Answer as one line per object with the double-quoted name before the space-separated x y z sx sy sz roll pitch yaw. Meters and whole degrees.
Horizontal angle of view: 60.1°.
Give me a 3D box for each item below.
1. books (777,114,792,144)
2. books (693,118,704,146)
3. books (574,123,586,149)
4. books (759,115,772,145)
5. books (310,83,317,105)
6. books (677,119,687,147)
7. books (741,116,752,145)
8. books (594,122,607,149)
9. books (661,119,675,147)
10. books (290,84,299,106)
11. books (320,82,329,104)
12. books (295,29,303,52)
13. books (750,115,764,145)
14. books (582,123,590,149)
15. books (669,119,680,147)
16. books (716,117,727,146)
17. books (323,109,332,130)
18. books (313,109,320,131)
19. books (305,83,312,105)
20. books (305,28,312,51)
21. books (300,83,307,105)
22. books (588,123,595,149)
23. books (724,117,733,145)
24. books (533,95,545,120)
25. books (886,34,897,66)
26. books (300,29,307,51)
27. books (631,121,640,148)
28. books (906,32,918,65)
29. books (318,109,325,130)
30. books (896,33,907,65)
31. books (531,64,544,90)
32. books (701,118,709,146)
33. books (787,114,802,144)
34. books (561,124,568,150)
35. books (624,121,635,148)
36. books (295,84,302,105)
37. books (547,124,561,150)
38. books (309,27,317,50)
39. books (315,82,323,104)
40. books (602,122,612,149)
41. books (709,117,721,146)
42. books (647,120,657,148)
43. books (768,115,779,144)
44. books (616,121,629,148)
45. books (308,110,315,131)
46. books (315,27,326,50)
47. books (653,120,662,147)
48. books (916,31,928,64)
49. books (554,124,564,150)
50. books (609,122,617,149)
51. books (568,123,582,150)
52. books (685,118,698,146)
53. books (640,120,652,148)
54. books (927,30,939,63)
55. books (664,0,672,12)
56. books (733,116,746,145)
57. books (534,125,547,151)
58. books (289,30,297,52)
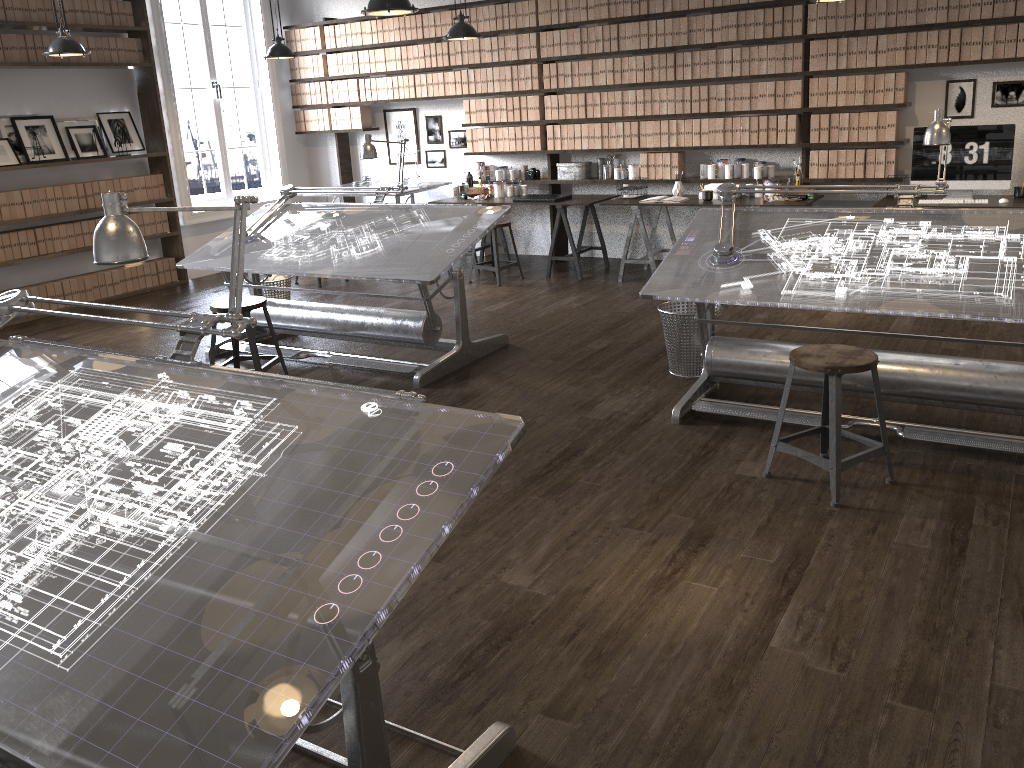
"books" 2.202 -2.059 7.155 0.067 0.223 0.176 6 18 30
"books" 1.596 -2.136 7.513 0.067 0.223 0.176 6 18 30
"books" 0.639 -2.259 8.079 0.067 0.223 0.176 6 18 30
"books" 2.074 -2.075 7.231 0.067 0.223 0.176 6 18 30
"books" -2.081 -3.128 9.534 0.067 0.223 0.176 6 18 30
"books" 1.479 -2.153 7.589 0.067 0.223 0.176 6 18 30
"books" 1.949 -2.091 7.305 0.067 0.223 0.176 6 18 30
"books" 0.812 -2.236 7.976 0.067 0.223 0.176 6 18 30
"books" 1.353 -2.167 7.655 0.067 0.223 0.176 6 18 30
"books" -2.325 -3.156 9.671 0.067 0.223 0.176 6 18 30
"books" -1.953 -3.111 9.459 0.067 0.222 0.176 6 18 30
"books" -2.222 -3.665 9.454 0.067 0.223 0.176 6 18 30
"books" 2.012 -2.085 7.273 0.067 0.223 0.176 6 18 30
"books" 0.703 -2.252 8.044 0.067 0.222 0.176 6 18 30
"books" 1.417 -2.160 7.622 0.067 0.223 0.176 6 18 30
"books" 1.769 -2.114 7.410 0.067 0.223 0.176 6 18 30
"books" -1.940 -2.847 9.528 0.067 0.223 0.176 6 18 30
"books" -2.066 -2.861 9.598 0.067 0.223 0.176 6 18 30
"books" -2.144 -3.134 9.566 0.067 0.223 0.176 6 18 30
"books" -2.102 -3.650 9.385 0.067 0.223 0.176 6 18 30
"books" -2.203 -3.143 9.606 0.067 0.223 0.176 6 18 30
"books" 0.757 -2.245 8.013 0.067 0.222 0.176 6 18 30
"books" 1.829 -2.108 7.381 0.067 0.223 0.176 6 18 30
"books" 0.270 -2.561 8.217 0.067 0.223 0.176 6 18 30
"books" 2.849 -2.493 6.618 0.067 0.222 0.176 6 18 30
"books" -2.160 -3.658 9.422 0.067 0.223 0.176 6 18 30
"books" 1.118 -2.198 7.796 0.067 0.223 0.176 6 18 30
"books" 2.965 -2.479 6.551 0.067 0.223 0.176 6 18 30
"books" -2.004 -2.854 9.562 0.067 0.223 0.176 6 18 30
"books" 2.904 -2.484 6.580 0.067 0.223 0.176 6 18 30
"books" 0.255 -2.828 8.153 0.067 0.223 0.176 6 18 30
"books" 1.659 -2.129 7.478 0.067 0.222 0.176 6 18 30
"books" 2.270 -2.050 7.117 0.067 0.222 0.176 6 18 30
"books" 0.522 -2.276 8.155 0.067 0.223 0.176 6 18 30
"books" 1.056 -2.208 7.839 0.067 0.223 0.176 6 18 30
"books" -2.264 -3.151 9.642 0.067 0.223 0.176 6 18 30
"books" 0.397 -2.290 8.221 0.067 0.223 0.176 6 18 30
"books" -2.043 -3.641 9.346 0.067 0.223 0.176 6 18 30
"books" -2.019 -3.118 9.492 0.067 0.223 0.176 6 18 30
"books" 0.873 -2.231 7.946 0.067 0.223 0.176 6 18 30
"books" 1.714 -2.123 7.448 0.067 0.222 0.176 6 18 30
"books" 1.239 -2.183 7.728 0.067 0.222 0.176 6 18 30
"books" 2.140 -2.068 7.198 0.067 0.222 0.176 6 18 30
"books" 0.993 -2.214 7.871 0.067 0.223 0.176 6 18 30
"books" -2.118 -2.870 9.634 0.067 0.222 0.176 6 18 30
"books" -1.980 -3.633 9.311 0.067 0.222 0.176 6 18 30
"books" 1.291 -2.175 7.692 0.067 0.223 0.176 6 18 30
"books" 3.025 -2.471 6.515 0.067 0.223 0.176 6 18 30
"books" 0.461 -2.283 8.187 0.067 0.223 0.176 6 18 30
"books" 0.934 -2.223 7.910 0.067 0.223 0.176 6 18 30
"books" 0.581 -2.268 8.118 0.067 0.223 0.176 6 18 30
"books" 1.538 -2.145 7.552 0.067 0.223 0.176 6 18 30
"books" 1.184 -2.191 7.763 0.067 0.222 0.176 6 18 30
"books" 3.084 -2.462 6.475 0.067 0.223 0.176 6 18 30
"books" 1.326 -3.204 7.358 0.067 0.223 0.176 6 18 30
"books" 1.890 -2.100 7.345 0.067 0.223 0.176 6 18 30
"books" 0.283 -2.305 8.289 0.067 0.223 0.176 6 18 30
"books" -2.286 -3.672 9.488 0.067 0.223 0.176 6 18 30
